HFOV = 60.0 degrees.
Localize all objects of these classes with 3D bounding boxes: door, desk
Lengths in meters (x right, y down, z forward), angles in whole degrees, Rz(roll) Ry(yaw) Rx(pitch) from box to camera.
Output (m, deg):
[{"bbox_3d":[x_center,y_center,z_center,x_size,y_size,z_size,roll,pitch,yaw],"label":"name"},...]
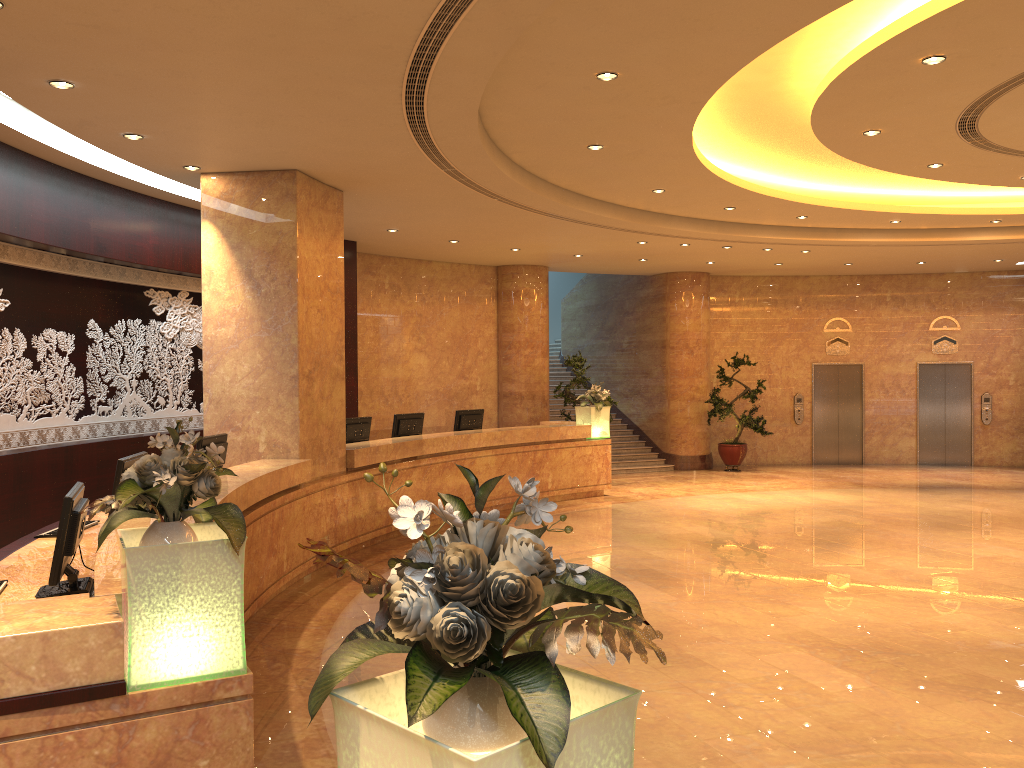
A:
[{"bbox_3d":[6.855,0.624,18.687,1.070,2.145,0.150,0,1,4],"label":"door"},{"bbox_3d":[8.956,0.615,18.370,1.070,2.149,0.150,0,1,14],"label":"door"},{"bbox_3d":[-1.360,1.302,9.108,3.466,1.155,12.951,0,1,13],"label":"desk"}]

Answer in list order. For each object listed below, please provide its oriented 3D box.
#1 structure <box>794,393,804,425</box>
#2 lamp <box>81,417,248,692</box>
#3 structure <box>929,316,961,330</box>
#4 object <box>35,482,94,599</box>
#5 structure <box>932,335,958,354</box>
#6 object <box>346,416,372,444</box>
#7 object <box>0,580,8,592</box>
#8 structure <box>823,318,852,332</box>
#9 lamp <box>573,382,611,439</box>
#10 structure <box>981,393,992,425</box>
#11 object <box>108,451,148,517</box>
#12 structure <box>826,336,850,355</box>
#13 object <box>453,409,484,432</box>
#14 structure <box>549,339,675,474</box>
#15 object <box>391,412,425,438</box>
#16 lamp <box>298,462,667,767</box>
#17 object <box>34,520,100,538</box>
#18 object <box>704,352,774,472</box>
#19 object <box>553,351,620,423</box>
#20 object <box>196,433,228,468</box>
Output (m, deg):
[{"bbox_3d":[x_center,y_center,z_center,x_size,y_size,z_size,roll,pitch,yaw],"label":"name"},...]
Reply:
[{"bbox_3d":[6.031,0.525,18.643,0.200,0.661,0.053,0,1,0],"label":"structure"},{"bbox_3d":[-1.261,0.590,3.257,0.542,0.925,0.577,-1,1,-19],"label":"lamp"},{"bbox_3d":[8.930,-1.259,18.295,0.600,0.293,0.010,0,1,14],"label":"structure"},{"bbox_3d":[-2.123,0.749,4.234,0.430,0.500,0.531,0,1,16],"label":"object"},{"bbox_3d":[8.935,-0.813,18.302,0.504,0.405,0.012,0,1,14],"label":"structure"},{"bbox_3d":[-1.946,0.662,10.944,0.531,0.500,0.430,-1,1,-25],"label":"object"},{"bbox_3d":[-2.507,0.986,4.124,0.215,0.034,0.526,-1,1,-21],"label":"object"},{"bbox_3d":[6.841,-1.248,18.619,0.600,0.293,0.010,0,1,3],"label":"structure"},{"bbox_3d":[1.344,0.415,14.325,0.606,0.897,0.532,-1,1,-43],"label":"lamp"},{"bbox_3d":[9.682,0.506,18.086,0.200,0.661,0.053,0,1,18],"label":"structure"},{"bbox_3d":[-2.588,0.730,5.985,0.430,0.500,0.531,0,1,29],"label":"object"},{"bbox_3d":[6.844,-0.801,18.627,0.504,0.405,0.012,0,1,3],"label":"structure"},{"bbox_3d":[-0.637,0.625,13.036,0.531,0.500,0.430,-1,1,-14],"label":"object"},{"bbox_3d":[0.763,-1.065,20.435,9.849,5.560,7.472,-1,1,-22],"label":"structure"},{"bbox_3d":[-1.405,0.645,11.965,0.531,0.500,0.430,-1,1,-19],"label":"object"},{"bbox_3d":[-0.066,0.602,1.593,0.580,0.923,0.570,-1,1,-25],"label":"lamp"},{"bbox_3d":[-2.968,0.966,5.927,0.215,0.034,0.526,0,1,-4],"label":"object"},{"bbox_3d":[4.420,0.548,17.497,1.250,2.363,0.843,0,1,0],"label":"object"},{"bbox_3d":[1.221,0.594,15.767,0.843,2.363,1.250,-1,1,-41],"label":"object"},{"bbox_3d":[-2.694,0.706,7.903,0.430,0.500,0.531,0,1,40],"label":"object"}]
